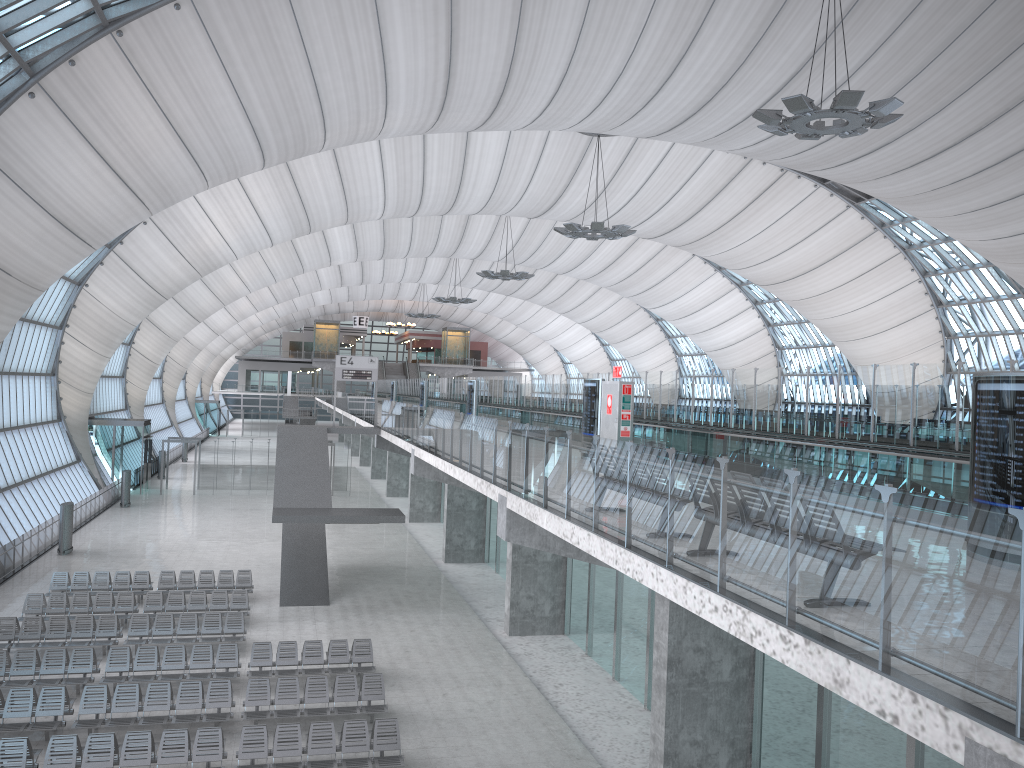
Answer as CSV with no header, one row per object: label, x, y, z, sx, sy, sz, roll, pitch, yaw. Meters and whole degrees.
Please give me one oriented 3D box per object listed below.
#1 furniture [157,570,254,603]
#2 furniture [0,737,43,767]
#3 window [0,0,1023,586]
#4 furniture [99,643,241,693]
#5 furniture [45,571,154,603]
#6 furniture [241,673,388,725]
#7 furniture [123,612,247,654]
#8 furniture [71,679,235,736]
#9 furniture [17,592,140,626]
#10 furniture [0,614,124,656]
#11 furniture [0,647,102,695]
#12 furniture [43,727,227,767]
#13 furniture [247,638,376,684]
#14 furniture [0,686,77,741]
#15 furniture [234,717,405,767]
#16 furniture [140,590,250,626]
furniture,-9.019,5.948,26.118,2.705,0.913,1.572,2,0,-14
furniture,-8.696,5.855,13.338,2.705,0.913,1.572,2,0,-14
window,-5.271,-2.898,78.769,50.537,20.004,167.818,2,0,-14
furniture,-7.127,5.960,18.694,2.705,0.913,1.572,2,0,-14
furniture,-11.774,5.836,25.415,2.705,0.913,1.572,2,0,-14
furniture,-3.779,6.076,17.070,2.705,0.913,1.572,2,0,-14
furniture,-7.787,5.955,21.282,2.705,0.913,1.572,2,0,-14
furniture,-6.534,5.963,16.367,2.705,0.913,1.572,2,0,-14
furniture,-11.122,5.840,22.856,2.705,0.913,1.572,2,0,-14
furniture,-10.542,5.843,20.580,2.705,0.913,1.572,2,0,-14
furniture,-9.882,5.848,17.992,2.705,0.913,1.572,2,0,-14
furniture,-5.941,5.967,14.041,2.705,0.913,1.572,2,0,-14
furniture,-4.372,6.072,19.397,2.705,0.913,1.572,2,0,-14
furniture,-9.289,5.851,15.665,2.705,0.913,1.572,2,0,-14
furniture,-3.185,6.079,14.743,2.705,0.913,1.572,2,0,-14
furniture,-8.367,5.952,23.559,2.705,0.913,1.572,2,0,-14
